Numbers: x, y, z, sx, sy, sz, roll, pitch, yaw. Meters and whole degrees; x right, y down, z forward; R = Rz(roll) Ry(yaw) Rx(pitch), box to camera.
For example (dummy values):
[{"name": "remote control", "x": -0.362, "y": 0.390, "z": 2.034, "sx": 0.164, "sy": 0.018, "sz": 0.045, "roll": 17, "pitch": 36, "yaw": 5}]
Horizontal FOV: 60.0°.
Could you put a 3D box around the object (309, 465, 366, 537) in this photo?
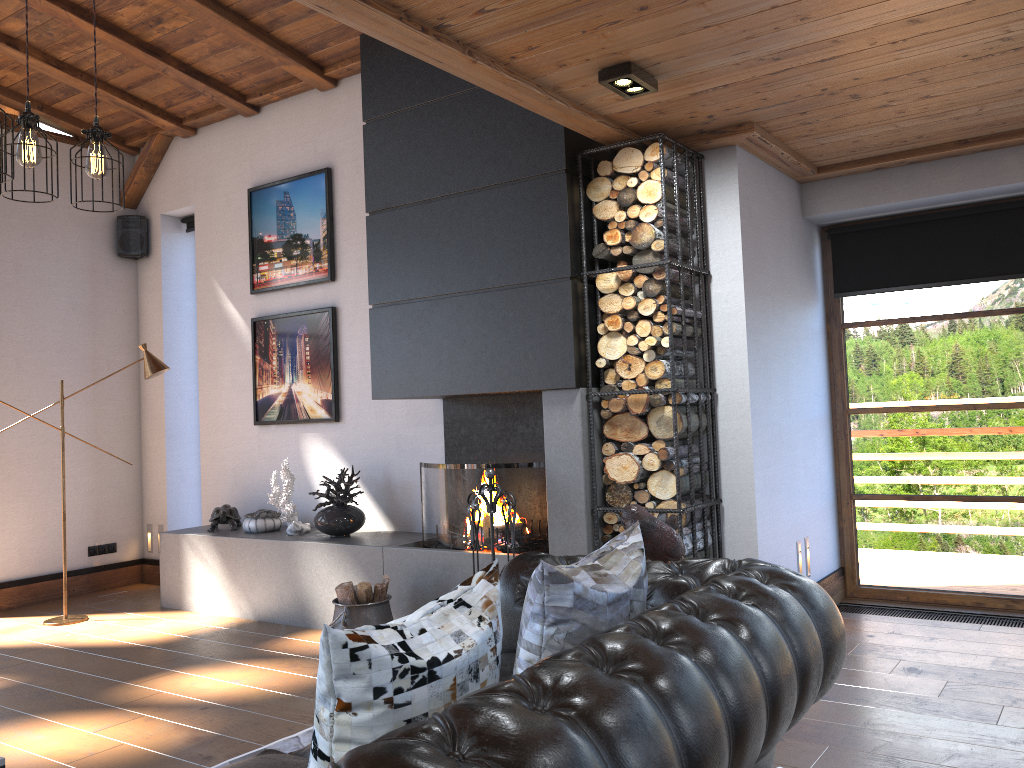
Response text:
[{"name": "object", "x": -1.133, "y": 0.767, "z": 5.809, "sx": 0.337, "sy": 0.455, "sz": 0.338, "roll": -1, "pitch": -3, "yaw": -30}]

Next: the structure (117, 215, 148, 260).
[{"name": "structure", "x": -3.210, "y": -1.242, "z": 7.502, "sx": 0.211, "sy": 0.349, "sz": 0.216, "roll": -4, "pitch": -3, "yaw": 34}]

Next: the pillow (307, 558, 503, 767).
[{"name": "pillow", "x": -0.214, "y": 0.619, "z": 1.759, "sx": 0.280, "sy": 0.469, "sz": 0.534, "roll": -4, "pitch": -3, "yaw": 37}]

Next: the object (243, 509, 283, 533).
[{"name": "object", "x": -1.765, "y": 0.963, "z": 6.265, "sx": 0.277, "sy": 0.161, "sz": 0.262, "roll": -4, "pitch": -3, "yaw": 37}]

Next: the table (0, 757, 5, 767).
[{"name": "table", "x": -1.782, "y": 1.254, "z": 2.345, "sx": 0.396, "sy": 0.350, "sz": 0.657, "roll": -4, "pitch": -3, "yaw": 30}]

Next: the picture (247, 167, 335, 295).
[{"name": "picture", "x": -1.641, "y": -1.110, "z": 6.528, "sx": 0.869, "sy": 0.816, "sz": 0.036, "roll": -4, "pitch": -3, "yaw": 34}]

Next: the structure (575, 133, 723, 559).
[{"name": "structure", "x": 0.729, "y": 0.101, "z": 4.579, "sx": 0.496, "sy": 2.618, "sz": 0.517, "roll": -4, "pitch": -3, "yaw": 34}]

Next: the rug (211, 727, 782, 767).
[{"name": "rug", "x": -0.801, "y": 1.347, "z": 1.732, "sx": 2.403, "sy": 0.053, "sz": 4.089, "roll": -4, "pitch": -2, "yaw": 35}]

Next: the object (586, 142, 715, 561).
[{"name": "object", "x": 0.729, "y": 0.107, "z": 4.590, "sx": 0.488, "sy": 2.613, "sz": 0.471, "roll": -4, "pitch": -3, "yaw": 34}]

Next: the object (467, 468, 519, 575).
[{"name": "object", "x": -0.092, "y": 0.937, "z": 4.503, "sx": 0.309, "sy": 1.018, "sz": 0.306, "roll": -2, "pitch": -3, "yaw": -10}]

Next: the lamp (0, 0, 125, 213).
[{"name": "lamp", "x": -1.776, "y": -1.765, "z": 3.119, "sx": 0.259, "sy": 2.203, "sz": 0.810, "roll": -4, "pitch": -3, "yaw": 26}]

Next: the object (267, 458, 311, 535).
[{"name": "object", "x": -1.527, "y": 0.763, "z": 5.998, "sx": 0.259, "sy": 0.532, "sz": 0.427, "roll": -3, "pitch": -2, "yaw": 3}]

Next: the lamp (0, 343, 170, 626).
[{"name": "lamp", "x": -3.054, "y": 0.674, "z": 6.053, "sx": 1.337, "sy": 1.900, "sz": 0.521, "roll": -1, "pitch": -3, "yaw": -35}]

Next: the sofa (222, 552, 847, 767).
[{"name": "sofa", "x": -0.128, "y": 0.933, "z": 1.935, "sx": 1.225, "sy": 0.839, "sz": 2.594, "roll": -4, "pitch": -3, "yaw": 34}]

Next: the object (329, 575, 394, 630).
[{"name": "object", "x": -0.823, "y": 1.279, "z": 4.883, "sx": 0.388, "sy": 0.431, "sz": 0.380, "roll": -1, "pitch": -3, "yaw": -29}]

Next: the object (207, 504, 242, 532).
[{"name": "object", "x": -2.100, "y": 0.973, "z": 6.469, "sx": 0.227, "sy": 0.183, "sz": 0.403, "roll": -2, "pitch": -2, "yaw": -11}]

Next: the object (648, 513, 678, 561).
[{"name": "object", "x": 0.664, "y": 1.012, "z": 4.226, "sx": 0.266, "sy": 0.795, "sz": 0.265, "roll": -3, "pitch": -3, "yaw": 18}]

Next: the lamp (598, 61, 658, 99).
[{"name": "lamp", "x": 0.490, "y": -1.281, "z": 3.727, "sx": 0.153, "sy": 0.068, "sz": 0.264, "roll": -4, "pitch": -3, "yaw": 35}]

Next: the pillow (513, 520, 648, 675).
[{"name": "pillow", "x": 0.178, "y": 0.622, "z": 2.324, "sx": 0.280, "sy": 0.469, "sz": 0.534, "roll": -4, "pitch": -3, "yaw": 37}]

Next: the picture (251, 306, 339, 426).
[{"name": "picture", "x": -1.600, "y": -0.116, "z": 6.480, "sx": 0.869, "sy": 0.816, "sz": 0.036, "roll": -4, "pitch": -3, "yaw": 34}]

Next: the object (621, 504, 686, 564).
[{"name": "object", "x": 0.544, "y": 0.613, "z": 3.367, "sx": 0.249, "sy": 0.319, "sz": 0.148, "roll": -2, "pitch": -3, "yaw": -15}]

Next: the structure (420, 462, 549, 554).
[{"name": "structure", "x": -0.199, "y": 0.707, "z": 5.038, "sx": 0.971, "sy": 0.514, "sz": 0.185, "roll": -4, "pitch": -3, "yaw": 34}]
